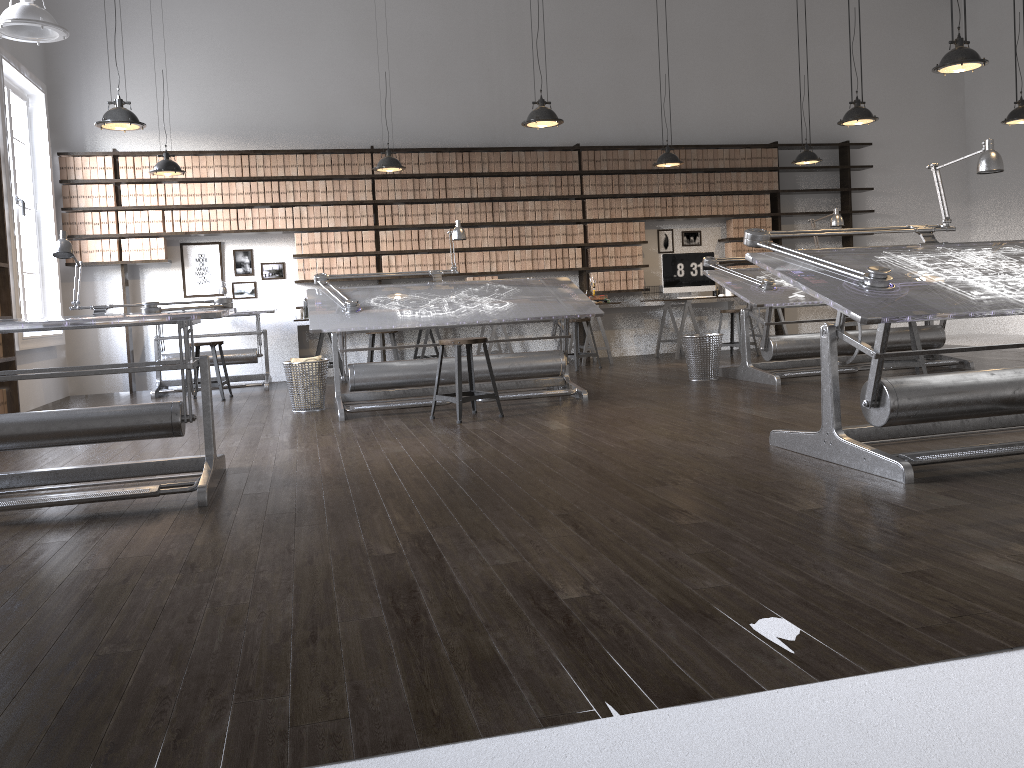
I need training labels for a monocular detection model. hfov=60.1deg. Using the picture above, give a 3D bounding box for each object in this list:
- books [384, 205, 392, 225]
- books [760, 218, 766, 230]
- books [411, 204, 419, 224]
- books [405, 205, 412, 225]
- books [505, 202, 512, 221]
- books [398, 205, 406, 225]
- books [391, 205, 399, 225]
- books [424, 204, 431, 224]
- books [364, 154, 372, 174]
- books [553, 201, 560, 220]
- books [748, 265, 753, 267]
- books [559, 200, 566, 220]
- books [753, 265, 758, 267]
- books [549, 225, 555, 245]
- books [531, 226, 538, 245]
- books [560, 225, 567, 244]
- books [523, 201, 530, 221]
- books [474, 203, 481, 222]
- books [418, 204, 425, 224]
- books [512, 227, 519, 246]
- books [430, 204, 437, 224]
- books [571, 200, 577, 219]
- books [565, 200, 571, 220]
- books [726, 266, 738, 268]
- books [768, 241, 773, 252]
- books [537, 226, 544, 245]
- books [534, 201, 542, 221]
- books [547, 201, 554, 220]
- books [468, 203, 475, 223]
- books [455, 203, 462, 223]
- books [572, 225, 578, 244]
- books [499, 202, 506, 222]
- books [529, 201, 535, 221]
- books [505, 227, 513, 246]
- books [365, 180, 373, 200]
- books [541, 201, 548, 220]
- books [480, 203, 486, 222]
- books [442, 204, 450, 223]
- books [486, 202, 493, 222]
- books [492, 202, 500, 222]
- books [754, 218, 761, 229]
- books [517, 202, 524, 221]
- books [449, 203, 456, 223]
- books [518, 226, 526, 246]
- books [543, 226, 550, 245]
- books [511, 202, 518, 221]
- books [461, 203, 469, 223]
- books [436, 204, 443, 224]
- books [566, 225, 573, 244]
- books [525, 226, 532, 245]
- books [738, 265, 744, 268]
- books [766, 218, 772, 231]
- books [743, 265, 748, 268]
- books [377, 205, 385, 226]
[{"bbox_3d":[-1.349,-1.821,9.619,0.067,0.225,0.175,-4,4,-13],"label":"books"},{"bbox_3d":[2.982,-1.875,10.653,0.067,0.225,0.175,-4,4,-13],"label":"books"},{"bbox_3d":[-1.070,-1.843,9.689,0.067,0.225,0.175,-4,4,-13],"label":"books"},{"bbox_3d":[-1.139,-1.837,9.673,0.067,0.225,0.175,-4,4,-13],"label":"books"},{"bbox_3d":[-0.056,-1.918,9.928,0.067,0.225,0.175,-4,4,-13],"label":"books"},{"bbox_3d":[-1.207,-1.832,9.653,0.067,0.225,0.175,-4,4,-13],"label":"books"},{"bbox_3d":[-1.277,-1.827,9.641,0.067,0.225,0.175,-4,4,-13],"label":"books"},{"bbox_3d":[-0.939,-1.852,9.719,0.067,0.225,0.175,-4,4,-13],"label":"books"},{"bbox_3d":[-1.555,-2.357,9.551,0.067,0.225,0.175,-4,4,-13],"label":"books"},{"bbox_3d":[0.480,-1.958,10.052,0.067,0.225,0.175,-4,4,-13],"label":"books"},{"bbox_3d":[2.830,-1.311,10.631,0.067,0.225,0.175,-4,4,-13],"label":"books"},{"bbox_3d":[0.551,-1.963,10.065,0.067,0.225,0.175,-4,4,-13],"label":"books"},{"bbox_3d":[2.895,-1.316,10.645,0.067,0.225,0.175,-4,4,-13],"label":"books"},{"bbox_3d":[0.435,-1.678,10.052,0.067,0.225,0.175,-4,4,-13],"label":"books"},{"bbox_3d":[0.236,-1.663,10.006,0.067,0.225,0.175,-4,4,-13],"label":"books"},{"bbox_3d":[0.562,-1.687,10.078,0.067,0.225,0.175,-4,4,-13],"label":"books"},{"bbox_3d":[0.144,-1.933,9.974,0.067,0.225,0.175,-4,4,-13],"label":"books"},{"bbox_3d":[-0.402,-1.892,9.845,0.067,0.225,0.175,-4,4,-13],"label":"books"},{"bbox_3d":[-1.003,-1.847,9.699,0.067,0.225,0.175,-4,4,-13],"label":"books"},{"bbox_3d":[0.026,-1.647,9.951,0.067,0.225,0.175,-4,4,-13],"label":"books"},{"bbox_3d":[-0.878,-1.857,9.732,0.067,0.225,0.175,-4,4,-13],"label":"books"},{"bbox_3d":[0.676,-1.973,10.099,0.067,0.225,0.175,-4,4,-13],"label":"books"},{"bbox_3d":[0.615,-1.968,10.080,0.067,0.225,0.175,-4,4,-13],"label":"books"},{"bbox_3d":[2.638,-1.297,10.589,0.067,0.225,0.175,-4,4,-13],"label":"books"},{"bbox_3d":[3.076,-1.607,10.683,0.067,0.225,0.175,-4,4,-13],"label":"books"},{"bbox_3d":[0.305,-1.668,10.022,0.067,0.225,0.175,-4,4,-13],"label":"books"},{"bbox_3d":[0.276,-1.943,10.002,0.067,0.225,0.175,-4,4,-13],"label":"books"},{"bbox_3d":[0.411,-1.954,10.039,0.067,0.225,0.175,-4,4,-13],"label":"books"},{"bbox_3d":[-0.462,-1.887,9.826,0.067,0.225,0.175,-4,4,-13],"label":"books"},{"bbox_3d":[-0.604,-1.877,9.796,0.067,0.225,0.175,-4,4,-13],"label":"books"},{"bbox_3d":[0.697,-1.698,10.115,0.067,0.225,0.175,-4,4,-13],"label":"books"},{"bbox_3d":[-0.124,-1.913,9.908,0.067,0.225,0.175,-4,4,-13],"label":"books"},{"bbox_3d":[0.205,-1.938,9.987,0.067,0.225,0.175,-4,4,-13],"label":"books"},{"bbox_3d":[-0.047,-1.642,9.940,0.067,0.225,0.175,-4,4,-13],"label":"books"},{"bbox_3d":[-1.548,-2.081,9.563,0.067,0.225,0.175,-4,4,-13],"label":"books"},{"bbox_3d":[0.344,-1.948,10.022,0.067,0.225,0.175,-4,4,-13],"label":"books"},{"bbox_3d":[-0.339,-1.897,9.862,0.067,0.225,0.175,-4,4,-13],"label":"books"},{"bbox_3d":[-0.740,-1.867,9.766,0.067,0.225,0.175,-4,4,-13],"label":"books"},{"bbox_3d":[-0.265,-1.902,9.874,0.067,0.225,0.175,-4,4,-13],"label":"books"},{"bbox_3d":[-0.194,-1.908,9.896,0.067,0.225,0.175,-4,4,-13],"label":"books"},{"bbox_3d":[2.911,-1.869,10.631,0.067,0.225,0.175,-4,4,-13],"label":"books"},{"bbox_3d":[0.080,-1.928,9.954,0.067,0.225,0.175,-4,4,-13],"label":"books"},{"bbox_3d":[-0.672,-1.872,9.784,0.067,0.225,0.175,-4,4,-13],"label":"books"},{"bbox_3d":[0.098,-1.653,9.974,0.067,0.225,0.175,-4,4,-13],"label":"books"},{"bbox_3d":[0.372,-1.673,10.032,0.067,0.225,0.175,-4,4,-13],"label":"books"},{"bbox_3d":[0.013,-1.924,9.945,0.067,0.225,0.175,-4,4,-13],"label":"books"},{"bbox_3d":[-0.532,-1.882,9.810,0.067,0.225,0.175,-4,4,-13],"label":"books"},{"bbox_3d":[-0.807,-1.862,9.746,0.067,0.225,0.175,-4,4,-13],"label":"books"},{"bbox_3d":[0.629,-1.693,10.098,0.067,0.225,0.175,-4,4,-13],"label":"books"},{"bbox_3d":[0.168,-1.658,9.986,0.067,0.225,0.175,-4,4,-13],"label":"books"},{"bbox_3d":[2.705,-1.302,10.599,0.067,0.225,0.175,-4,4,-13],"label":"books"},{"bbox_3d":[3.056,-1.880,10.668,0.067,0.225,0.175,-4,4,-13],"label":"books"},{"bbox_3d":[2.768,-1.307,10.619,0.067,0.225,0.175,-4,4,-13],"label":"books"},{"bbox_3d":[-1.422,-1.816,9.607,0.067,0.225,0.175,-4,4,-13],"label":"books"}]
